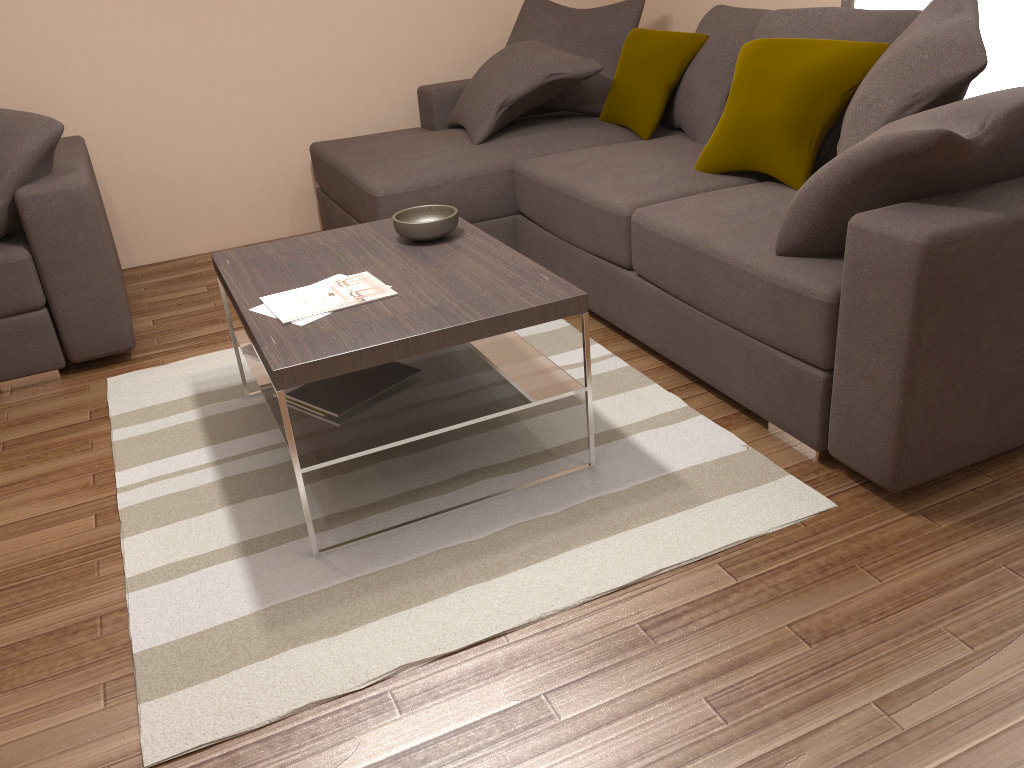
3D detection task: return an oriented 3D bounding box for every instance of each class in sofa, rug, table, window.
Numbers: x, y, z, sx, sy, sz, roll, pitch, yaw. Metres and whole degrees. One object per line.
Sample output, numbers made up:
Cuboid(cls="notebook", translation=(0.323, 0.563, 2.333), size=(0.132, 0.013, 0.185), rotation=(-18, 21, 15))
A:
Cuboid(cls="sofa", translation=(-3.297, -0.086, 3.142), size=(3.565, 0.776, 1.906), rotation=(-15, 28, -20))
Cuboid(cls="rug", translation=(-0.368, 0.155, 2.957), size=(1.791, 0.024, 2.122), rotation=(-15, 28, -20))
Cuboid(cls="sofa", translation=(0.499, -0.726, 3.741), size=(1.906, 0.776, 3.565), rotation=(-15, 28, -20))
Cuboid(cls="table", translation=(-0.390, -0.098, 2.841), size=(0.856, 0.558, 1.110), rotation=(-15, 28, -20))
Cuboid(cls="window", translation=(1.883, -1.436, 3.028), size=(0.020, 2.419, 1.983), rotation=(-15, 28, -20))

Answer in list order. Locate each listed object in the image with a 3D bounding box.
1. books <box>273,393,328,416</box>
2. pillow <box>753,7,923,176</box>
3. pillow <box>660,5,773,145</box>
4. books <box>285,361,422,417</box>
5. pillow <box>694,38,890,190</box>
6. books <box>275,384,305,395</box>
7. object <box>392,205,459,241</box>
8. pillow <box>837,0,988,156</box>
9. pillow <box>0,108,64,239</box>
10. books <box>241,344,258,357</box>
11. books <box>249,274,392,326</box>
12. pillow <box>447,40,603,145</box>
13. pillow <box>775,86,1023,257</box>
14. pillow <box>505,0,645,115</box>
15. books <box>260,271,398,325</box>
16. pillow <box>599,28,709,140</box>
Cuboid(cls="books", translation=(-0.518, 0.001, 2.699), size=(0.241, 0.013, 0.332), rotation=(17, 34, 37))
Cuboid(cls="pillow", translation=(1.178, -1.156, 3.500), size=(0.459, 0.590, 0.783), rotation=(-18, 29, -25))
Cuboid(cls="pillow", translation=(0.979, -1.451, 4.171), size=(0.431, 0.576, 0.787), rotation=(-8, 27, -6))
Cuboid(cls="books", translation=(-0.471, -0.003, 2.654), size=(0.241, 0.008, 0.332), rotation=(17, 34, 37))
Cuboid(cls="pillow", translation=(1.018, -0.995, 3.272), size=(0.382, 0.492, 0.658), rotation=(-21, 31, -29))
Cuboid(cls="books", translation=(-0.514, -0.015, 2.705), size=(0.241, 0.008, 0.332), rotation=(17, 34, 38))
Cuboid(cls="object", translation=(-0.287, -0.532, 2.976), size=(0.219, 0.081, 0.219), rotation=(-13, 27, -15))
Cuboid(cls="pillow", translation=(1.282, -0.953, 2.879), size=(0.399, 0.635, 0.811), rotation=(7, 29, 22))
Cuboid(cls="pillow", translation=(-2.122, -0.814, 3.479), size=(0.749, 0.470, 0.560), rotation=(14, 32, 34))
Cuboid(cls="books", translation=(-0.703, -0.119, 2.961), size=(0.332, 0.026, 0.241), rotation=(16, 34, 37))
Cuboid(cls="books", translation=(-0.544, -0.242, 2.540), size=(0.241, 0.008, 0.332), rotation=(17, 34, 37))
Cuboid(cls="pillow", translation=(0.013, -1.482, 4.466), size=(0.645, 0.415, 0.792), rotation=(-13, 27, -15))
Cuboid(cls="pillow", translation=(1.188, -0.568, 2.444), size=(0.749, 0.470, 0.560), rotation=(-18, 29, -23))
Cuboid(cls="pillow", translation=(0.270, -1.750, 4.709), size=(0.806, 0.578, 0.483), rotation=(5, 28, 20))
Cuboid(cls="books", translation=(-0.526, -0.249, 2.536), size=(0.332, 0.010, 0.241), rotation=(-18, 29, -24))
Cuboid(cls="pillow", translation=(0.653, -1.469, 4.354), size=(0.335, 0.486, 0.631), rotation=(-14, 28, -17))
